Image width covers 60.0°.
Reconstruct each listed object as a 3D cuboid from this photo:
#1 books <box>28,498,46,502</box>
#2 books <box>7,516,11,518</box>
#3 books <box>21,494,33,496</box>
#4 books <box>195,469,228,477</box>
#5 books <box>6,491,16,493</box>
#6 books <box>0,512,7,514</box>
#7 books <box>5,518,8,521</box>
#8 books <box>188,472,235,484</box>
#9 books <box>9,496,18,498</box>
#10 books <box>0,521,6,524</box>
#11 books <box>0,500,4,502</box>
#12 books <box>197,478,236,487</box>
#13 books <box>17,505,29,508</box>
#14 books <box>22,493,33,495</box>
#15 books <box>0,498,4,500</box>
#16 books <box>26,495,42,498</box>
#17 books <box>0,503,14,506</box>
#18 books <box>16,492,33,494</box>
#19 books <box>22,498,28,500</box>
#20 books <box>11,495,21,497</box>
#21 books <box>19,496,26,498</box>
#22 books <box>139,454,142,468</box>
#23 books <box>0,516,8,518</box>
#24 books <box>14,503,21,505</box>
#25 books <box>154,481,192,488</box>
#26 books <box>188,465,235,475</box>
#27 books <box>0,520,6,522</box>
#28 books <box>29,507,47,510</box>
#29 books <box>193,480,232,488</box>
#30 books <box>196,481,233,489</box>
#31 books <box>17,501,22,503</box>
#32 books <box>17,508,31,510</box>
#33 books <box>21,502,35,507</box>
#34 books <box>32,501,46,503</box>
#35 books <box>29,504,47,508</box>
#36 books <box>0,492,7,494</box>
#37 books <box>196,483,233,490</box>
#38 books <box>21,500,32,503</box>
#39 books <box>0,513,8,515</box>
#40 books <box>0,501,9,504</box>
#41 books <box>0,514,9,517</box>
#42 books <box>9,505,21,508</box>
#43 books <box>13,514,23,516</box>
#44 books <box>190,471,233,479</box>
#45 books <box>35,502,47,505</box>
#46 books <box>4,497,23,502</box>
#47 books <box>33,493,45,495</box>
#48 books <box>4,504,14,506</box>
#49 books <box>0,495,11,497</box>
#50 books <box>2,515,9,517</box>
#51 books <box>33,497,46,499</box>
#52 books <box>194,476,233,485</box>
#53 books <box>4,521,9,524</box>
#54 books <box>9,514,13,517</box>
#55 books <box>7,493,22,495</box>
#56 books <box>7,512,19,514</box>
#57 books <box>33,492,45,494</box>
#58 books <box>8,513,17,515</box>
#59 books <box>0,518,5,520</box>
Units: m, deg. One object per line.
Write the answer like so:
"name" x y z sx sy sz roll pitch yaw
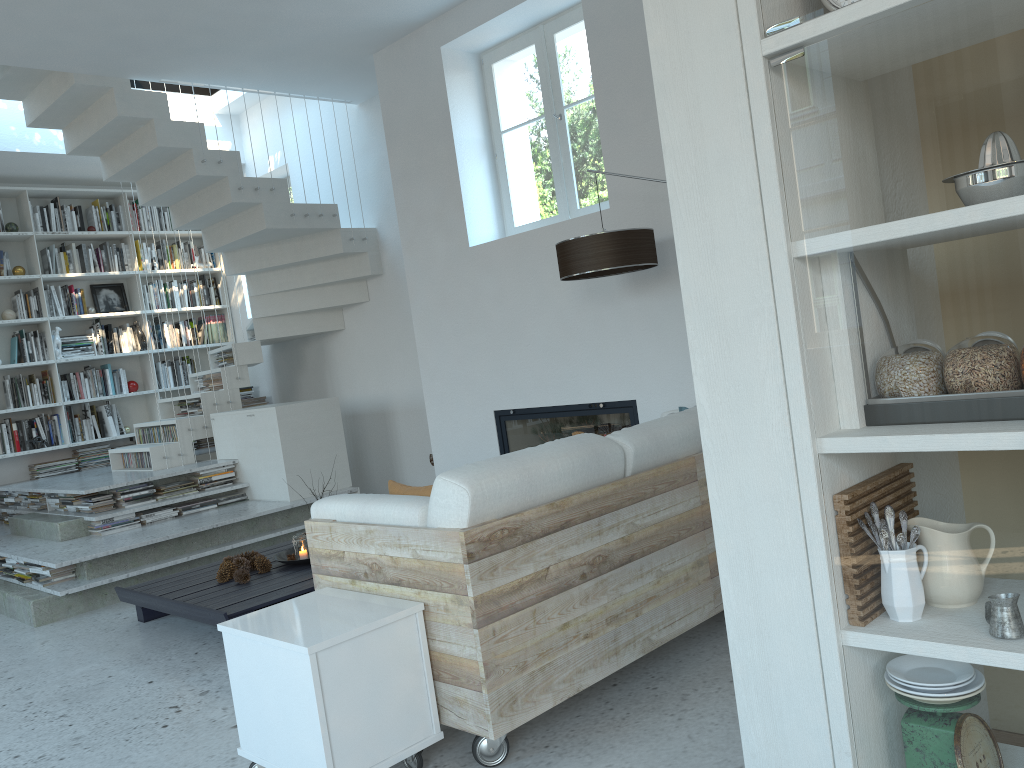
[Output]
"books" -3.587 0.875 6.825 0.178 0.017 0.293 -10 3 -43
"books" -4.006 1.074 7.247 0.159 0.009 0.228 -10 3 -43
"books" -3.782 0.869 7.037 0.160 0.010 0.179 -10 3 -44
"books" -2.237 0.657 6.585 0.192 0.024 0.167 -10 3 -39
"books" -4.009 0.859 7.243 0.193 0.020 0.170 -6 3 41
"books" -4.230 1.067 7.465 0.152 0.015 0.208 -10 3 -39
"books" -4.013 1.088 7.238 0.183 0.017 0.180 -6 3 43
"books" -2.232 0.695 6.588 0.283 0.030 0.177 -10 3 -43
"books" -3.999 0.909 7.249 0.171 0.007 0.206 -10 3 -42
"books" -4.217 1.146 7.470 0.187 0.019 0.163 -6 3 45
"books" -4.197 0.963 7.458 0.179 0.012 0.261 -10 3 -44
"books" -2.219 0.727 6.581 0.280 0.008 0.181 -10 3 -39
"books" -3.784 0.956 7.028 0.235 0.012 0.189 -6 3 44
"books" -3.784 0.858 7.037 0.148 0.013 0.220 -10 3 -41
"books" -4.194 0.952 7.462 0.287 0.009 0.156 -6 3 44
"books" -3.593 0.851 6.821 0.261 0.009 0.186 -6 3 45
"books" -4.189 0.994 7.463 0.162 0.017 0.233 -10 3 -42
"books" -3.795 0.845 7.027 0.243 0.015 0.164 -6 3 41
"books" -3.774 0.900 7.042 0.150 0.013 0.215 -10 3 -44
"books" -3.996 0.898 7.253 0.143 0.012 0.264 -10 3 -39
"books" -3.785 0.879 7.034 0.234 0.008 0.167 -6 3 45
"books" -2.910 0.597 7.087 0.125 0.125 0.010 -11 4 -44
"books" -4.223 1.100 7.469 0.279 0.012 0.158 -6 3 45
"books" -3.976 0.966 7.265 0.131 0.021 0.240 -10 3 -42
"books" -2.440 0.722 6.376 0.173 0.011 0.203 -6 3 41
"books" -2.232 0.638 6.577 0.181 0.013 0.285 -6 3 41
"books" -4.219 1.135 7.470 0.144 0.005 0.257 -10 3 -39
"books" -3.583 0.938 6.822 0.182 0.011 0.253 -10 3 -40
"books" -2.235 0.741 6.600 0.132 0.016 0.262 -6 3 41
"books" -2.229 0.753 6.596 0.152 0.009 0.259 -6 3 43
"books" -3.991 0.945 7.253 0.295 0.008 0.162 -6 3 44
"books" -3.779 0.968 7.032 0.296 0.012 0.183 -6 3 45
"books" -3.780 0.938 7.033 0.164 0.023 0.242 -10 3 -40
"books" -3.578 0.891 6.832 0.203 0.018 0.159 -6 3 44
"books" -3.581 0.925 6.826 0.247 0.014 0.177 -6 3 44
"books" -4.203 0.901 7.458 0.246 0.011 0.159 -6 3 43
"books" -2.221 0.762 6.590 0.177 0.011 0.220 -6 3 44
"books" -3.775 0.916 7.040 0.221 0.018 0.154 -6 3 45
"books" -4.229 1.079 7.464 0.159 0.009 0.210 -10 3 -40
"books" -4.198 0.979 7.456 0.174 0.017 0.265 -10 3 -41
"books" -4.234 1.088 7.460 0.184 0.006 0.262 -10 3 -43
"books" -3.987 0.987 7.253 0.233 0.017 0.173 -6 3 45
"books" -3.804 1.029 7.013 0.250 0.017 0.180 -6 3 43
"books" -2.229 0.674 6.581 0.261 0.012 0.179 -10 3 -40
"books" -3.567 0.907 6.841 0.237 0.017 0.138 -6 3 45
"books" -4.004 0.928 7.242 0.238 0.030 0.188 -6 3 43
"books" -3.576 0.837 6.839 0.296 0.013 0.128 -6 3 44
"books" -4.177 1.008 7.473 0.181 0.014 0.133 -6 3 43
"books" -4.207 0.924 7.452 0.253 0.015 0.171 -6 3 41
"books" -4.226 1.092 7.467 0.152 0.005 0.242 -10 3 -40
"books" -3.587 0.861 6.826 0.160 0.012 0.254 -10 3 -40
"books" -2.235 0.718 6.595 0.160 0.014 0.267 -6 3 45
"books" -4.013 1.116 7.236 0.186 0.009 0.261 -10 3 -41
"books" -4.003 1.060 7.250 0.200 0.018 0.136 -6 3 42
"books" -3.998 0.884 7.251 0.290 0.018 0.162 -6 3 45
"books" -4.009 1.036 7.247 0.228 0.014 0.149 -6 3 44
"books" -3.587 0.818 6.830 0.139 0.028 0.262 -10 3 -39
"books" -4.009 1.048 7.246 0.144 0.009 0.250 -10 3 -40
"books" -4.223 1.113 7.468 0.169 0.012 0.215 -10 3 -44
